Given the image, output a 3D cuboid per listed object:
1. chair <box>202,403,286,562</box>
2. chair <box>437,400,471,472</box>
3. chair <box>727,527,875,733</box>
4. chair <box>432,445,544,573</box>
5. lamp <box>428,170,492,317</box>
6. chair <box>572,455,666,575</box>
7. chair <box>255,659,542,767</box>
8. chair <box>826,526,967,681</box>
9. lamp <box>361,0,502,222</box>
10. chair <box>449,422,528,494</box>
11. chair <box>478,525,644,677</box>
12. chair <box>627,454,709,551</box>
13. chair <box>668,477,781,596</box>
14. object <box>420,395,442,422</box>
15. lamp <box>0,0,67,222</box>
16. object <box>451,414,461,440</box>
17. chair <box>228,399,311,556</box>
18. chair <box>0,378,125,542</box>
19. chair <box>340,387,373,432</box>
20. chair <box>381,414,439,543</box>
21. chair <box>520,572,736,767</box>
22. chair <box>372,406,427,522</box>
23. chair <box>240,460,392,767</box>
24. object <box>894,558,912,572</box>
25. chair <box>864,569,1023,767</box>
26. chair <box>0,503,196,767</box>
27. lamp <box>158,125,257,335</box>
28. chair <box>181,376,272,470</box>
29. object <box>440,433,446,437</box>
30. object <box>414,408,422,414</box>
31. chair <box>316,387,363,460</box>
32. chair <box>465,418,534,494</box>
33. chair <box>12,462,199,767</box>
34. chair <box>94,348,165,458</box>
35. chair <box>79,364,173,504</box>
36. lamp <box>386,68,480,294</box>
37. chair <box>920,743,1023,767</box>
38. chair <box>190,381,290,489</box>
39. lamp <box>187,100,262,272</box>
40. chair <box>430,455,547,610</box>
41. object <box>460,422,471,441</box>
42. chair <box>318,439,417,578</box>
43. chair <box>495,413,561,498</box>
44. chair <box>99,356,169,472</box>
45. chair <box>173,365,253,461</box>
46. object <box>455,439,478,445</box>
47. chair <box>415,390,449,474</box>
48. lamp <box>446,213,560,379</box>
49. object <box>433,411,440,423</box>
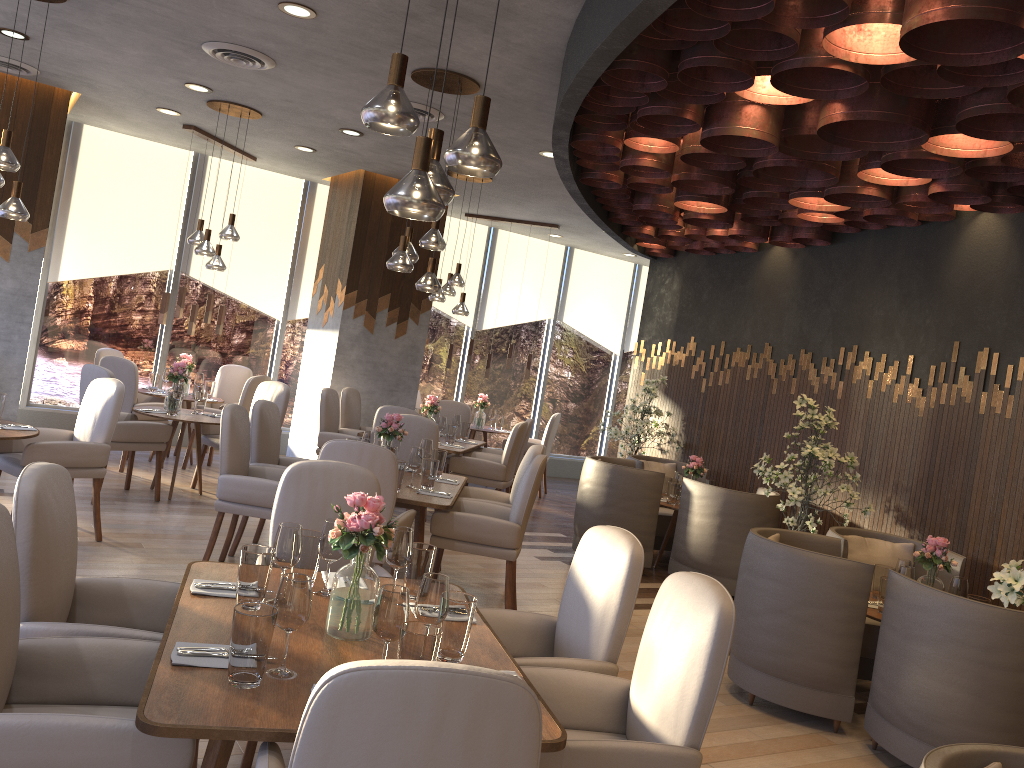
[{"bbox_3d":[-1.483,0.655,5.301,0.599,1.000,0.528,9,0,-1],"label":"chair"},{"bbox_3d":[-0.726,0.675,9.203,0.528,1.000,0.599,9,0,6],"label":"chair"},{"bbox_3d":[1.451,1.227,4.605,0.596,0.837,0.774,9,0,8],"label":"chair"},{"bbox_3d":[-0.165,0.854,5.826,0.599,1.000,0.528,9,0,-3],"label":"chair"},{"bbox_3d":[-0.509,-1.329,8.433,0.440,1.326,0.438,9,0,43],"label":"lamp"},{"bbox_3d":[0.819,1.055,7.301,0.595,0.837,0.775,9,0,-12],"label":"chair"},{"bbox_3d":[-0.262,0.945,1.750,0.527,1.000,0.600,9,0,-13],"label":"chair"},{"bbox_3d":[2.125,1.320,5.221,0.774,0.837,0.595,9,0,-2],"label":"chair"},{"bbox_3d":[-0.168,-1.121,2.577,0.439,1.326,0.439,9,0,7],"label":"lamp"},{"bbox_3d":[-0.232,0.786,8.001,0.600,1.000,0.528,9,0,11],"label":"chair"},{"bbox_3d":[0.051,0.963,2.990,0.599,1.000,0.529,9,0,-20],"label":"chair"},{"bbox_3d":[1.290,1.110,8.099,0.773,0.837,0.596,9,0,-22],"label":"chair"},{"bbox_3d":[1.682,1.208,6.776,0.773,0.837,0.596,9,0,-17],"label":"chair"},{"bbox_3d":[-0.779,0.311,8.426,0.210,0.416,0.197,9,0,35],"label":"object"},{"bbox_3d":[-2.879,-1.623,5.046,0.438,1.326,0.440,9,0,-30],"label":"lamp"},{"bbox_3d":[-0.557,0.422,8.717,0.092,0.244,0.092,9,0,-36],"label":"object"},{"bbox_3d":[-1.463,0.643,5.867,0.600,1.000,0.528,9,0,4],"label":"chair"},{"bbox_3d":[-2.809,0.437,5.470,0.529,1.000,0.598,9,0,39],"label":"chair"},{"bbox_3d":[-1.436,0.572,8.769,0.600,1.000,0.528,9,0,11],"label":"chair"},{"bbox_3d":[-0.808,0.735,6.401,0.528,1.000,0.600,9,0,-1],"label":"chair"},{"bbox_3d":[0.216,1.004,2.445,0.599,1.000,0.529,9,0,-13],"label":"chair"},{"bbox_3d":[-0.950,0.682,7.564,0.529,1.000,0.599,9,0,11],"label":"chair"},{"bbox_3d":[-0.721,0.829,3.356,0.527,1.000,0.600,9,0,-18],"label":"chair"},{"bbox_3d":[2.068,1.056,4.707,0.092,0.244,0.092,9,0,-38],"label":"object"},{"bbox_3d":[2.047,1.342,3.895,0.774,0.837,0.595,9,0,3],"label":"chair"},{"bbox_3d":[-1.059,0.807,2.100,0.599,1.000,0.529,9,0,-18],"label":"chair"},{"bbox_3d":[-3.020,-1.438,8.764,0.118,1.932,1.160,9,0,13],"label":"lamp"},{"bbox_3d":[-2.728,0.368,8.575,0.600,1.000,0.527,9,0,14],"label":"chair"},{"bbox_3d":[-0.677,0.512,8.887,0.157,0.019,0.255,9,1,8],"label":"object"},{"bbox_3d":[-0.937,0.362,8.668,0.092,0.244,0.092,9,0,35],"label":"object"},{"bbox_3d":[-1.525,0.572,8.211,0.600,1.000,0.528,9,0,6],"label":"chair"},{"bbox_3d":[-0.163,0.782,8.566,0.600,1.000,0.528,9,0,4],"label":"chair"},{"bbox_3d":[-1.202,0.770,2.646,0.599,1.000,0.529,9,0,-13],"label":"chair"},{"bbox_3d":[-3.875,0.176,8.863,0.600,1.000,0.528,9,0,11],"label":"chair"},{"bbox_3d":[-3.008,0.370,6.787,0.529,1.000,0.598,9,0,34],"label":"chair"},{"bbox_3d":[-0.524,-1.257,5.588,0.438,1.326,0.440,9,0,-27],"label":"lamp"},{"bbox_3d":[1.021,1.234,1.701,0.596,0.837,0.773,9,0,18],"label":"chair"},{"bbox_3d":[-2.336,0.454,7.727,0.529,1.000,0.598,9,0,35],"label":"chair"},{"bbox_3d":[-2.380,-1.601,7.268,0.438,1.326,0.440,9,0,-25],"label":"lamp"},{"bbox_3d":[-0.164,0.869,5.257,0.600,1.000,0.528,9,0,4],"label":"chair"},{"bbox_3d":[-0.465,0.469,8.763,0.102,0.178,0.102,9,0,38],"label":"object"},{"bbox_3d":[-0.821,0.777,4.732,0.528,1.000,0.599,9,0,4],"label":"chair"},{"bbox_3d":[0.210,0.791,10.539,0.600,1.000,0.528,9,0,11],"label":"chair"},{"bbox_3d":[-3.493,0.257,8.115,0.529,1.000,0.599,9,0,18],"label":"chair"},{"bbox_3d":[-3.118,0.285,9.349,0.529,1.000,0.599,9,0,15],"label":"chair"},{"bbox_3d":[-0.461,0.555,8.597,0.255,0.019,0.157,9,1,12],"label":"object"},{"bbox_3d":[-1.032,0.583,10.806,0.600,1.000,0.528,9,0,10],"label":"chair"},{"bbox_3d":[-0.152,-1.025,10.677,1.162,1.932,0.118,9,0,13],"label":"lamp"},{"bbox_3d":[-0.770,0.386,8.764,0.092,0.244,0.092,9,0,-12],"label":"object"}]
